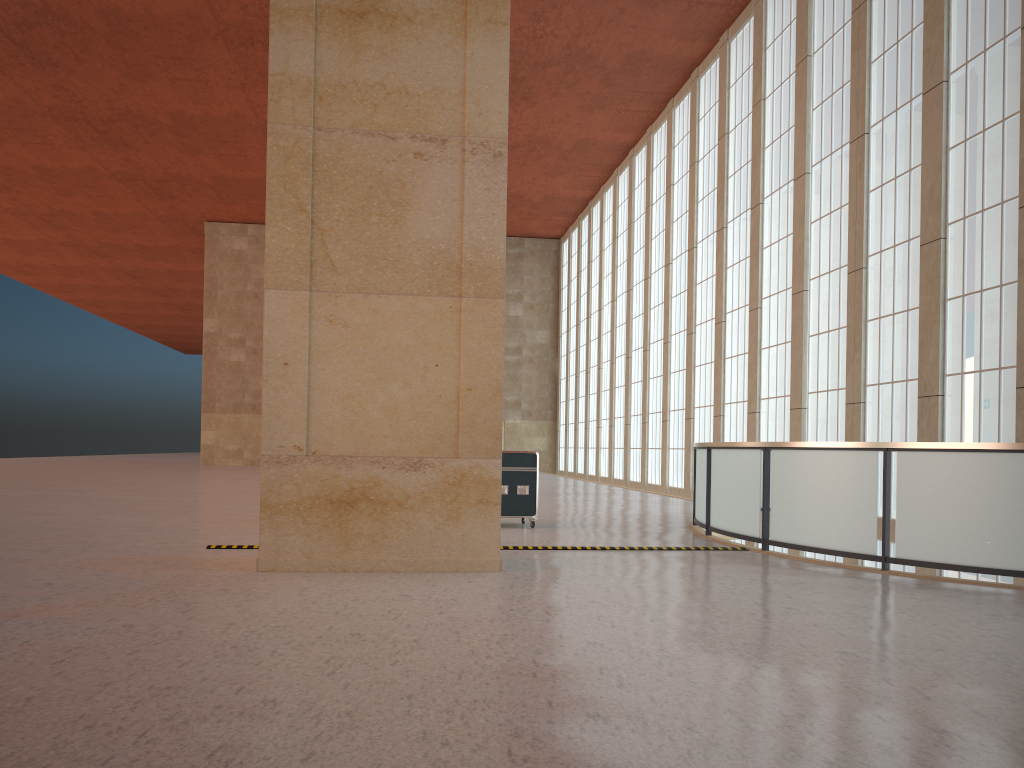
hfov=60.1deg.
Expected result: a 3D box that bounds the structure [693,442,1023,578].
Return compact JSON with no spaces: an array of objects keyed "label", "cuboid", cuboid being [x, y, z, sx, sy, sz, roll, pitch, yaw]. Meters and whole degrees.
[{"label":"structure","cuboid":[6.340,1.958,15.433,5.247,1.793,13.099,2,-4,-18]}]

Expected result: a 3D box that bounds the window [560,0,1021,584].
[{"label":"window","cuboid":[1.566,4.393,80.874,0.010,28.604,165.214,1,-4,-7]}]

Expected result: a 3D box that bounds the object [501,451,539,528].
[{"label":"object","cuboid":[-0.062,2.141,18.163,1.055,1.540,1.274,1,-2,-7]}]
